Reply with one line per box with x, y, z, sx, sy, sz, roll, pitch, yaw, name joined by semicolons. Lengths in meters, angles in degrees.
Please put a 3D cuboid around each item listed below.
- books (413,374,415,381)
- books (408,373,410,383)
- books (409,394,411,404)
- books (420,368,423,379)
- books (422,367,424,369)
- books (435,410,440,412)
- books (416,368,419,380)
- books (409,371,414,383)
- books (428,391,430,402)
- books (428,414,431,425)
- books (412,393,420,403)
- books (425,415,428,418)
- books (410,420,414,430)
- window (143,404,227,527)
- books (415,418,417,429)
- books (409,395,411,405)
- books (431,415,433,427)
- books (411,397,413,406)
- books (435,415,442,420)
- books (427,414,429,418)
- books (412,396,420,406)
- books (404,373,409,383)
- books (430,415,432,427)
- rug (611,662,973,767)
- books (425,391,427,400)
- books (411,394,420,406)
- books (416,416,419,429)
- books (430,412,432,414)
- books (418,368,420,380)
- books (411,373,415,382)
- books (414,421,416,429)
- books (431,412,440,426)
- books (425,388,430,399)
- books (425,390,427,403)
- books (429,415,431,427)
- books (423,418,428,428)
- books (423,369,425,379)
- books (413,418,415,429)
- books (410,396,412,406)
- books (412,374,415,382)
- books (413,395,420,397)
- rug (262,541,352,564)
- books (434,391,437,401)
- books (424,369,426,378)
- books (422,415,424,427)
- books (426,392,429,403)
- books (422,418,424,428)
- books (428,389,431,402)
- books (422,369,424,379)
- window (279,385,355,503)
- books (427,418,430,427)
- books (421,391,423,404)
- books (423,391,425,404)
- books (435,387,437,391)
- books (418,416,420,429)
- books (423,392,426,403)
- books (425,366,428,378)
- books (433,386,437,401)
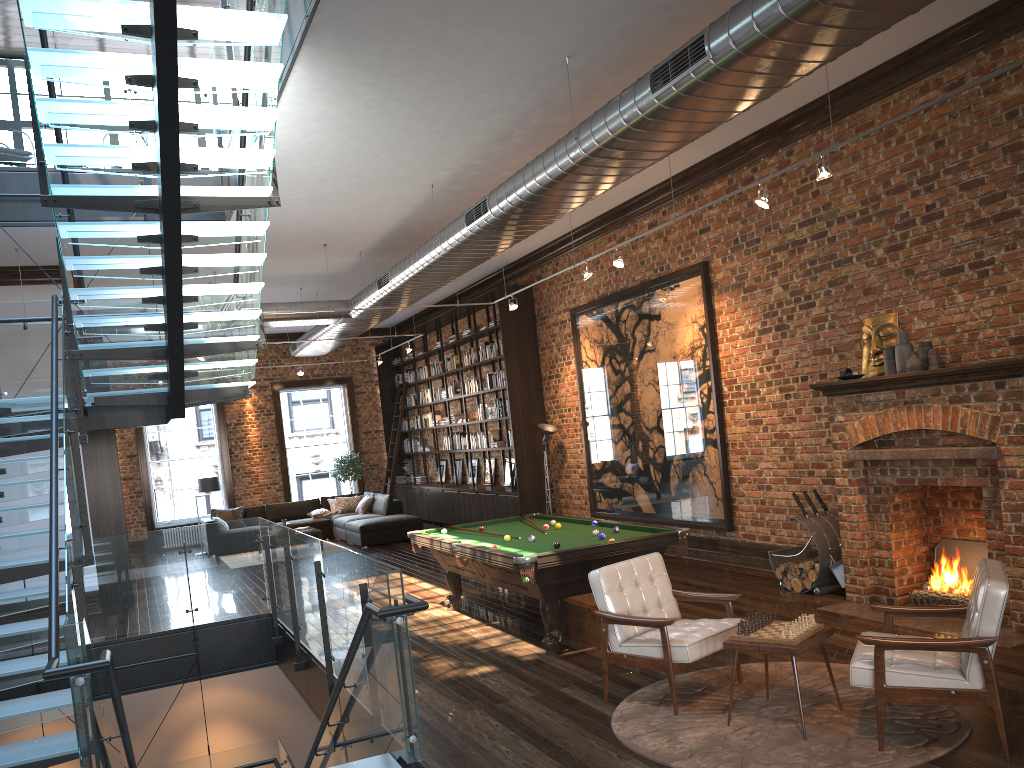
-2.082;-0.127;19.435;0.136;0.203;0.086;-6;1;-23;books
-2.200;-0.129;19.664;0.179;0.250;0.014;-6;2;-23;books
-2.179;0.360;19.730;0.183;0.293;0.006;-6;2;-23;books
-1.859;-0.207;18.875;0.177;0.255;0.036;-6;2;-23;books
-1.818;-0.230;18.803;0.159;0.286;0.014;-6;2;-23;books
-1.564;0.720;18.496;0.161;0.332;0.006;-6;2;-23;books
-1.950;-0.200;19.073;0.187;0.280;0.028;-6;2;-23;books
-2.174;-0.152;19.556;0.190;0.280;0.017;-6;2;-23;books
-1.669;0.248;18.569;0.155;0.294;0.026;-6;2;-23;books
-1.656;0.762;18.662;0.183;0.284;0.011;-6;2;-23;books
-2.114;0.352;19.595;0.190;0.282;0.006;-6;2;-23;books
-1.759;0.796;18.918;0.177;0.264;0.042;-6;2;-23;books
-2.150;0.899;19.767;0.231;0.225;0.024;-6;2;-23;books
-7.063;1.660;19.115;1.515;2.758;0.155;-6;2;-23;window
-2.032;0.862;19.560;0.186;0.253;0.017;-6;2;-23;books
-2.192;0.364;19.793;0.172;0.295;0.017;-6;2;-23;books
-1.594;0.745;18.532;0.176;0.292;0.013;-6;2;-23;books
-2.130;0.386;19.618;0.185;0.219;0.021;-6;2;-23;books
-1.534;0.764;18.430;0.147;0.233;0.036;-6;2;-23;books
-1.710;0.776;18.847;0.159;0.286;0.014;-6;2;-23;books
-2.083;0.382;19.508;0.185;0.211;0.069;-6;1;-23;books
-2.272;-0.119;19.745;0.234;0.252;0.028;-6;2;-23;books
-1.617;0.765;18.578;0.179;0.262;0.010;-6;2;-23;books
1.560;1.890;5.131;1.963;0.015;1.976;-5;-3;-22;rug
-1.729;0.272;18.733;0.167;0.275;0.077;-6;2;-23;books
-2.111;0.364;19.567;0.182;0.255;0.046;-6;2;-23;books
-2.025;0.847;19.522;0.163;0.278;0.013;-6;2;-23;books
-1.643;0.745;18.681;0.154;0.318;0.013;-6;2;-23;books
-1.913;-0.206;18.986;0.183;0.275;0.013;-6;2;-23;books
-2.132;-0.127;19.487;0.172;0.214;0.025;-6;2;-23;books
-2.067;0.898;19.623;0.175;0.196;0.031;-6;2;-23;books
-1.574;0.742;18.470;0.188;0.288;0.013;-6;2;-23;books
-1.723;0.248;18.673;0.171;0.316;0.014;-6;2;-23;books
-1.754;0.270;18.771;0.147;0.288;0.012;-6;2;-23;books
-1.638;0.774;18.609;0.183;0.252;0.014;-6;2;-23;books
-1.761;0.824;18.869;0.235;0.203;0.046;-6;2;-23;books
-1.772;-0.209;18.668;0.180;0.220;0.027;-6;2;-23;books
-2.102;0.872;19.712;0.179;0.264;0.015;-6;2;-23;books
-2.147;0.375;19.639;0.188;0.247;0.005;-6;2;-23;books
-2.097;-0.122;19.446;0.170;0.195;0.084;-6;1;-23;books
-2.085;0.363;19.529;0.166;0.250;0.079;-6;2;-23;books
-4.067;3.022;15.799;2.015;0.003;2.121;-5;-3;-24;rug
-1.486;0.245;18.149;0.182;0.218;0.034;-6;2;-23;books
-1.756;-0.208;18.598;0.178;0.208;0.033;-6;2;-23;books
-1.827;0.802;19.078;0.187;0.281;0.014;-6;2;-23;books
-1.709;0.282;18.652;0.180;0.242;0.036;-6;2;-23;books
-1.866;0.836;19.177;0.171;0.233;0.015;-6;2;-23;books
-1.631;0.242;18.464;0.177;0.286;0.087;-6;2;-23;books
-1.821;-0.207;18.776;0.155;0.238;0.033;-6;2;-23;books
-4.454;1.441;20.246;1.515;2.758;0.155;-6;2;-23;window
-1.715;0.815;18.828;0.185;0.208;0.017;-6;2;-23;books
-1.858;0.296;19.002;0.173;0.283;0.113;-6;1;-23;books
-1.806;0.282;18.896;0.173;0.286;0.091;-6;2;-23;books
-1.483;0.210;18.183;0.146;0.291;0.026;-6;2;-23;books
-1.949;0.834;19.375;0.180;0.273;0.016;-6;2;-23;books
-1.784;0.291;18.813;0.174;0.257;0.027;-6;2;-23;books
-1.729;-0.241;18.567;0.160;0.265;0.011;-6;2;-23;books
-1.524;0.205;18.217;0.183;0.314;0.013;-6;2;-23;books
